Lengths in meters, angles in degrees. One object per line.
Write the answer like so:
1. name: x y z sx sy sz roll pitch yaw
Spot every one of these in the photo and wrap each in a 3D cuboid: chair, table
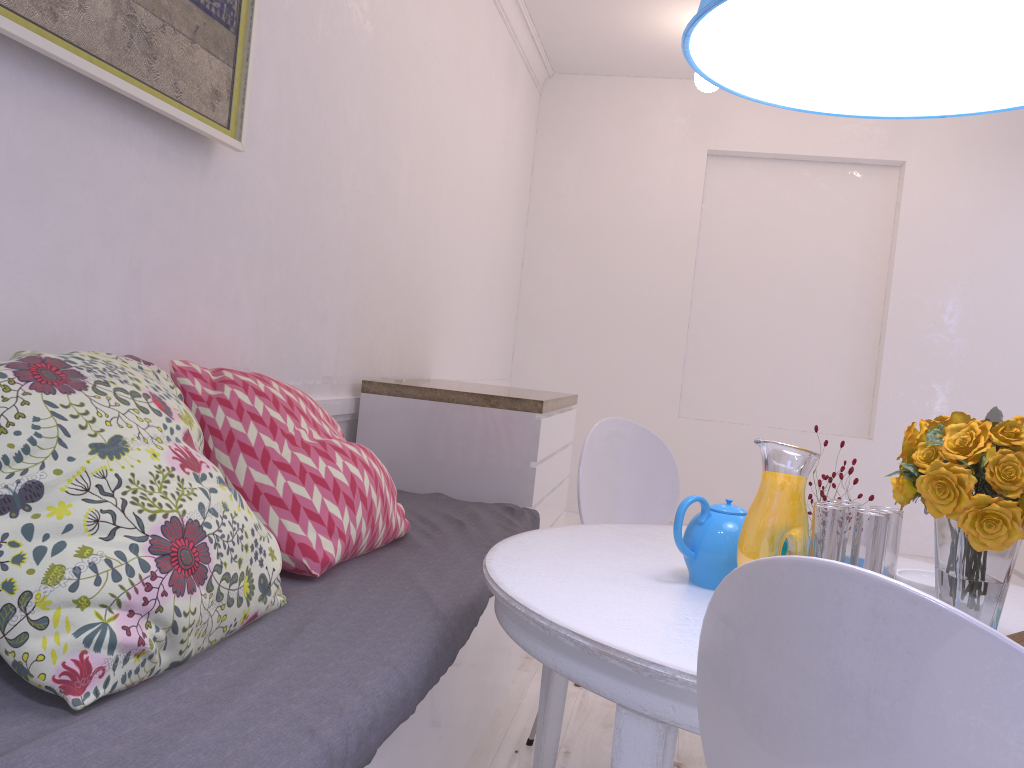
1. chair: 0.417 0.577 0.830 0.483 0.845 0.604 5 2 -34
2. chair: 0.405 0.534 2.284 0.604 0.845 0.483 4 2 -44
3. table: 0.485 0.672 1.526 1.140 0.629 1.140 7 2 39

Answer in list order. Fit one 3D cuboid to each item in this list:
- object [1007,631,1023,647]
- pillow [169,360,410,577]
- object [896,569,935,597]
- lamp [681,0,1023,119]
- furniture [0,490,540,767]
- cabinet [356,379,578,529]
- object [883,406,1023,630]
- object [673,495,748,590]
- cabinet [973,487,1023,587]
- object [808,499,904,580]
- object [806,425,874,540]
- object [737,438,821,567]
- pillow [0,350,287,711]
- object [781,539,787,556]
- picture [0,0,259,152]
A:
1. object: 0.861 0.391 1.258 0.347 0.024 0.224 5 2 -39
2. pillow: -0.527 0.177 2.084 0.491 0.424 0.587 6 2 13
3. object: 0.719 0.355 1.492 0.147 0.052 0.147 5 2 -37
4. lamp: 0.604 -1.385 1.097 0.568 1.948 0.568 8 2 45
5. furniture: -0.550 0.626 1.428 0.769 0.508 3.296 6 2 11
6. cabinet: -0.159 0.436 3.601 0.654 0.842 1.036 6 2 11
7. object: 0.647 0.204 1.247 0.234 0.351 0.235 5 2 -24
8. object: 0.355 0.265 1.507 0.156 0.151 0.150 6 2 14
9. cabinet: 1.929 0.679 2.837 0.654 0.842 1.167 6 2 11
10. object: 0.492 0.270 1.286 0.101 0.186 0.122 7 2 41
11. object: 0.530 0.216 1.501 0.128 0.287 0.128 6 2 12
12. object: 0.398 0.218 1.329 0.094 0.267 0.116 7 2 37
13. pillow: -0.658 0.179 1.412 0.509 0.447 0.592 7 2 16
14. object: 0.543 0.326 1.807 0.088 0.043 0.088 7 2 18
15. picture: -0.706 -0.862 1.634 0.020 0.629 0.971 6 2 11
